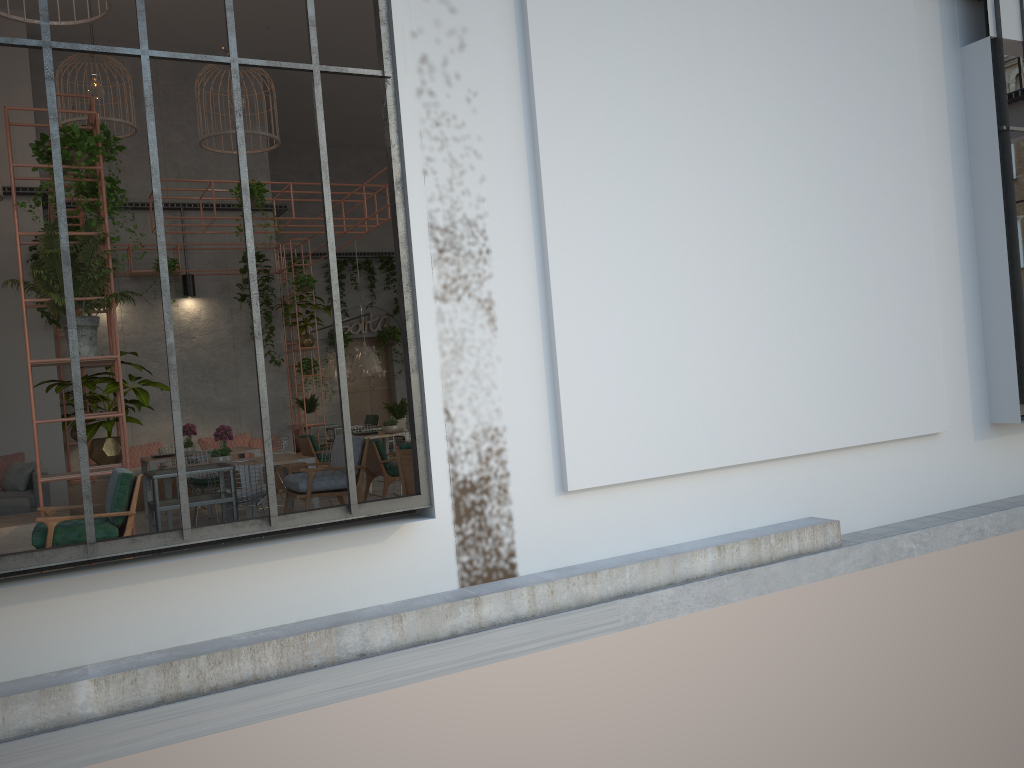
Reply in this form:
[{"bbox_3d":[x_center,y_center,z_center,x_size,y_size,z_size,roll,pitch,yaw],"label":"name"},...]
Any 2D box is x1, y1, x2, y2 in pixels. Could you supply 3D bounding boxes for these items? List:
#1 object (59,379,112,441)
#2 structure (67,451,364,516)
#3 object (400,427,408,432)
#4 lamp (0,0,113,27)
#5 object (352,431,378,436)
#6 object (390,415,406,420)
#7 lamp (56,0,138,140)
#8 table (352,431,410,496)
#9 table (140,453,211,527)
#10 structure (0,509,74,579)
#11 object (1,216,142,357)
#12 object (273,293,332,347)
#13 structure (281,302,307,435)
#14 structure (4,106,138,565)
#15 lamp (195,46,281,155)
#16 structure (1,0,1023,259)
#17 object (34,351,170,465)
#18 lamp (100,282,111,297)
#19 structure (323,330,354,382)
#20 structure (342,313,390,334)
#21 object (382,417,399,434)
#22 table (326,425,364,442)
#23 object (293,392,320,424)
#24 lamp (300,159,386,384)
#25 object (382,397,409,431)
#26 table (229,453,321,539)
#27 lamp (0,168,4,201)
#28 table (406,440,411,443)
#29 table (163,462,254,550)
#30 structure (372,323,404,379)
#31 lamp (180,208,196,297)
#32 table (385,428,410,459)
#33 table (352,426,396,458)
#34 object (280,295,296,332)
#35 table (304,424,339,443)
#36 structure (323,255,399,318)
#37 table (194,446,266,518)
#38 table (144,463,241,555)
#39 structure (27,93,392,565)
[{"bbox_3d":[-6.353,0.372,13.014,0.934,0.919,0.903,-5,1,34],"label":"object"},{"bbox_3d":[-5.763,1.625,16.309,4.386,0.500,5.831,-5,1,-28],"label":"structure"},{"bbox_3d":[-1.595,0.666,13.098,0.115,0.078,0.115,-5,1,-22],"label":"object"},{"bbox_3d":[-3.402,-4.386,6.134,0.883,3.476,0.883,-5,1,25],"label":"lamp"},{"bbox_3d":[-2.183,0.735,13.193,0.268,0.031,0.427,-5,1,-28],"label":"object"},{"bbox_3d":[-1.741,0.561,13.596,0.241,0.313,0.241,-5,1,17],"label":"object"},{"bbox_3d":[-5.304,-4.905,11.061,0.883,3.476,0.883,-5,1,25],"label":"lamp"},{"bbox_3d":[-2.008,1.152,13.142,0.694,0.830,1.205,-5,1,-28],"label":"table"},{"bbox_3d":[-4.500,1.376,11.834,0.694,0.830,1.205,-5,1,-28],"label":"table"},{"bbox_3d":[-5.897,1.204,7.931,3.396,1.111,9.152,-5,1,-28],"label":"structure"},{"bbox_3d":[-3.306,-0.746,6.752,0.894,1.101,0.900,-5,1,26],"label":"object"},{"bbox_3d":[-3.361,-1.075,14.597,0.934,0.947,0.903,-5,1,24],"label":"object"},{"bbox_3d":[-5.074,-0.021,19.956,0.630,3.597,0.430,-5,1,-28],"label":"structure"},{"bbox_3d":[-3.219,-0.266,6.649,0.748,3.623,0.722,-5,1,-28],"label":"structure"},{"bbox_3d":[-3.214,-4.436,9.987,0.883,3.476,0.883,-5,1,25],"label":"lamp"},{"bbox_3d":[-2.309,-3.097,13.309,15.603,0.110,15.203,-5,1,-28],"label":"structure"},{"bbox_3d":[-3.262,0.185,7.203,0.934,0.923,0.903,-5,1,29],"label":"object"},{"bbox_3d":[-6.304,-2.017,13.687,0.179,1.425,0.185,-5,1,-28],"label":"lamp"},{"bbox_3d":[-4.149,-0.775,20.791,0.921,1.527,0.950,-5,0,6],"label":"structure"},{"bbox_3d":[-3.548,-1.442,21.068,1.312,0.505,0.063,-5,1,-28],"label":"structure"},{"bbox_3d":[-1.765,0.595,12.835,0.248,0.247,0.254,-5,1,-28],"label":"object"},{"bbox_3d":[-3.342,1.259,17.883,0.635,0.798,0.602,-5,1,-28],"label":"table"},{"bbox_3d":[-3.365,0.398,14.635,0.438,0.527,0.368,-5,1,-28],"label":"object"},{"bbox_3d":[-3.658,-2.061,17.891,0.704,4.052,4.456,-5,1,-28],"label":"lamp"},{"bbox_3d":[-1.705,0.443,13.272,0.438,0.527,0.368,-5,1,-28],"label":"object"},{"bbox_3d":[-2.624,1.234,9.735,0.694,0.830,1.214,-5,1,-28],"label":"table"},{"bbox_3d":[-7.142,-4.111,11.301,0.883,3.476,0.883,-5,1,25],"label":"lamp"},{"bbox_3d":[-0.704,1.074,10.683,0.694,0.830,1.205,-5,1,-28],"label":"table"},{"bbox_3d":[-3.235,1.289,9.410,0.694,0.830,1.205,-5,1,-28],"label":"table"},{"bbox_3d":[-3.001,-0.858,21.441,0.950,1.527,0.921,-5,1,-29],"label":"structure"},{"bbox_3d":[-5.238,-2.113,14.247,0.179,1.425,0.185,-5,1,-28],"label":"lamp"},{"bbox_3d":[-1.395,1.097,13.468,0.694,0.830,1.214,-5,1,-28],"label":"table"},{"bbox_3d":[-2.531,1.203,16.328,0.635,0.798,0.602,-5,1,-28],"label":"table"},{"bbox_3d":[-5.253,-1.441,19.798,0.900,1.101,0.894,-5,1,31],"label":"object"},{"bbox_3d":[-4.154,1.314,19.438,0.635,0.798,0.602,-5,1,-28],"label":"table"},{"bbox_3d":[-3.565,-2.281,20.969,1.939,1.514,0.856,-5,1,-34],"label":"structure"},{"bbox_3d":[-3.887,1.321,12.160,0.694,0.830,1.214,-5,1,-28],"label":"table"},{"bbox_3d":[-2.581,1.083,7.175,0.635,0.798,0.602,-5,1,-28],"label":"table"},{"bbox_3d":[-5.001,-0.557,13.930,4.501,4.345,14.096,-5,1,-29],"label":"structure"}]
